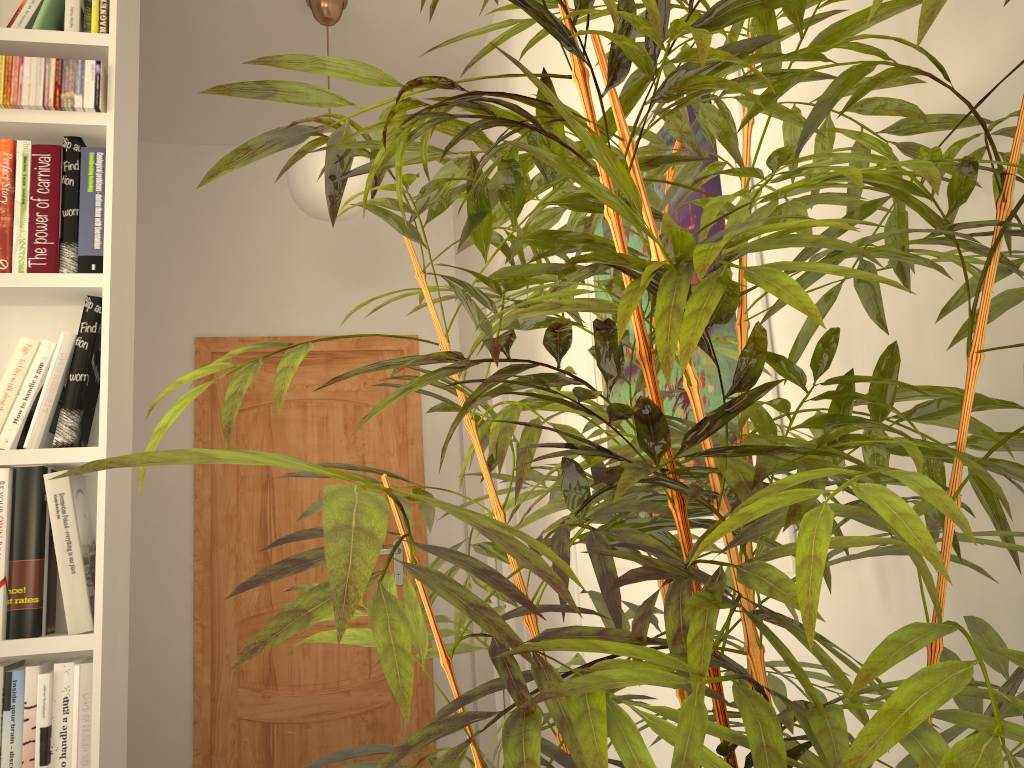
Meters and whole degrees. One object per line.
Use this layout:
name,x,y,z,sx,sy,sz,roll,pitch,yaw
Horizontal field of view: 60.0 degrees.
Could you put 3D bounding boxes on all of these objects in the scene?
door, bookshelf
door,0.116,0.566,2.695,0.166,2.036,0.954,-1,-11,-13
bookshelf,-1.180,0.043,1.813,0.710,2.904,0.248,-1,-11,-13
door,-0.812,0.801,3.643,0.931,2.035,0.159,-1,-11,-13

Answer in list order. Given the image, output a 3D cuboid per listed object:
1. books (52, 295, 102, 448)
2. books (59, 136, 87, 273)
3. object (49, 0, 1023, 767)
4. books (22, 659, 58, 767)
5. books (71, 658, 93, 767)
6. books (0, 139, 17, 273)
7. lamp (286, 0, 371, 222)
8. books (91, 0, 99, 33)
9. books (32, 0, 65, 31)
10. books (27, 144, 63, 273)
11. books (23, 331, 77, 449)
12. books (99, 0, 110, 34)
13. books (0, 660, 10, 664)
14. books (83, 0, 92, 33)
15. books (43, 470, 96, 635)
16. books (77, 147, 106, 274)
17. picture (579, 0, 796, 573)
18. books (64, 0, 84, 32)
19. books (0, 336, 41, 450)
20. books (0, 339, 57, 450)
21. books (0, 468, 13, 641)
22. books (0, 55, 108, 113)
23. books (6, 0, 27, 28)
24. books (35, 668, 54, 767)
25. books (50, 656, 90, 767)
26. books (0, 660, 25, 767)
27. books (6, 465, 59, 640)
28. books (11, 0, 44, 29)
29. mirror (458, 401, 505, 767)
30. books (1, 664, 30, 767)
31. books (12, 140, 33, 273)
books,-0.894,-0.010,1.875,0.092,0.319,0.179,-1,-11,-13
books,-0.945,-0.357,1.937,0.039,0.318,0.160,-1,-11,-13
object,-0.162,0.437,1.024,0.778,1.714,2.086,3,-13,-31
books,-0.911,0.699,1.734,0.025,0.306,0.213,-1,-11,-13
books,-0.824,0.700,1.759,0.039,0.303,0.228,-1,-11,-13
books,-1.067,-0.345,1.920,0.039,0.302,0.198,-1,-11,-13
lamp,-0.585,-0.892,2.845,0.275,0.768,0.274,0,-11,-18
books,-0.933,-0.826,2.040,0.014,0.188,0.218,-1,-11,-13
books,-1.021,-0.815,2.019,0.065,0.169,0.228,-1,-11,-13
books,-0.989,-0.344,1.924,0.059,0.292,0.182,-1,-11,-13
books,-0.944,0.030,1.864,0.092,0.244,0.196,-1,-11,-13
books,-0.914,-0.832,2.043,0.022,0.199,0.212,-1,-11,-13
books,-1.004,0.699,1.720,0.037,0.312,0.241,-1,-11,-13
books,-0.954,-0.823,2.049,0.022,0.187,0.186,-1,-11,-13
books,-0.879,0.344,1.816,0.099,0.316,0.228,-1,-11,-13
books,-0.897,-0.345,1.943,0.054,0.289,0.179,-1,-11,-13
picture,0.267,-0.098,1.666,0.012,0.878,0.821,-1,-11,-13
books,-0.977,-0.808,2.023,0.030,0.154,0.199,-1,-11,-13
books,-1.015,0.030,1.817,0.115,0.232,0.133,-1,-11,-13
books,-0.981,0.033,1.831,0.105,0.226,0.138,-1,-11,-13
books,-1.002,0.343,1.787,0.037,0.325,0.240,-1,-11,-13
books,-1.221,-0.599,1.933,0.664,0.110,0.278,-1,-11,-13
books,-1.090,-0.789,2.024,0.073,0.129,0.200,-1,-11,-13
books,-0.885,0.703,1.724,0.022,0.291,0.208,-1,-11,-13
books,-0.853,0.693,1.722,0.037,0.308,0.161,-1,-11,-13
books,-0.973,0.700,1.729,0.027,0.311,0.228,-1,-11,-13
books,-0.954,0.339,1.793,0.056,0.328,0.202,-1,-11,-13
books,-1.056,-0.809,2.024,0.092,0.165,0.222,-1,-11,-13
mirror,-0.122,0.752,3.436,0.029,1.372,0.499,-1,-11,-13
books,-0.934,0.698,1.696,0.035,0.304,0.150,-1,-11,-13
books,-1.034,-0.346,1.922,0.029,0.301,0.185,-1,-11,-13
